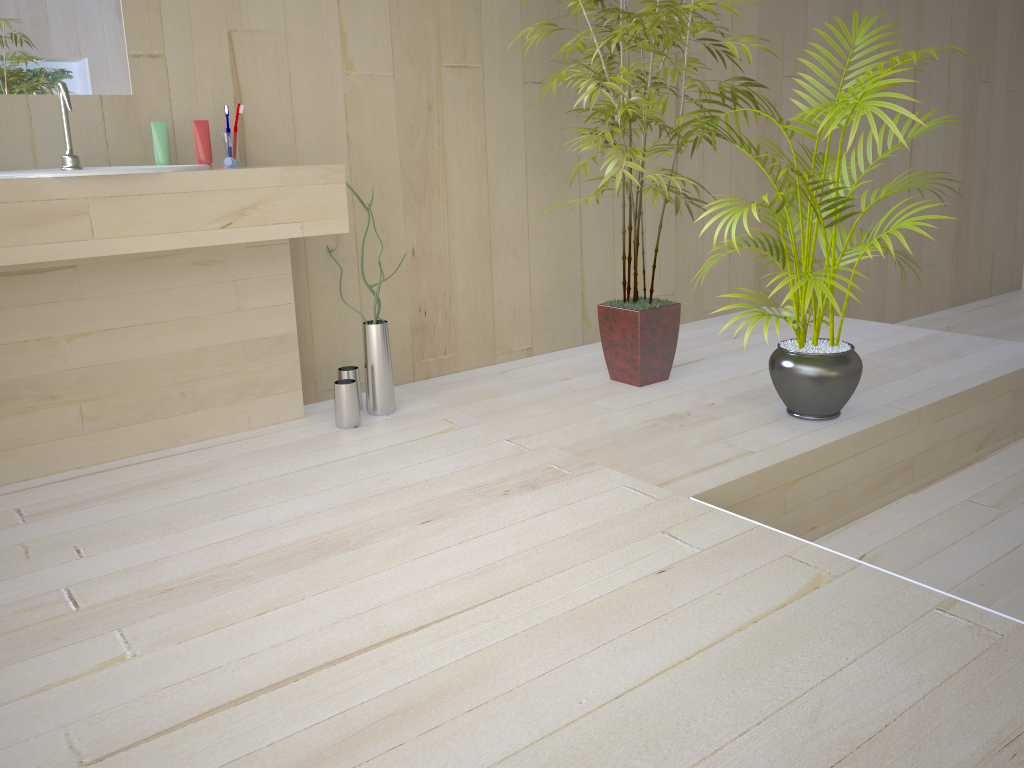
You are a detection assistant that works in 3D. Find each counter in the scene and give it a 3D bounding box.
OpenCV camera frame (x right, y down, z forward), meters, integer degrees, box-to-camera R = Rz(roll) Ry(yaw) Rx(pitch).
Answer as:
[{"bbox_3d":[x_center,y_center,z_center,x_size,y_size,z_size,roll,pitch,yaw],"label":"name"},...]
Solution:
[{"bbox_3d":[-1.064,-0.124,2.229,1.212,0.781,0.554,-13,16,-36],"label":"counter"}]

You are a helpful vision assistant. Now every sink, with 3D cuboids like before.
[{"bbox_3d":[-1.023,-0.522,2.128,0.576,0.414,0.508,-11,16,-32],"label":"sink"}]

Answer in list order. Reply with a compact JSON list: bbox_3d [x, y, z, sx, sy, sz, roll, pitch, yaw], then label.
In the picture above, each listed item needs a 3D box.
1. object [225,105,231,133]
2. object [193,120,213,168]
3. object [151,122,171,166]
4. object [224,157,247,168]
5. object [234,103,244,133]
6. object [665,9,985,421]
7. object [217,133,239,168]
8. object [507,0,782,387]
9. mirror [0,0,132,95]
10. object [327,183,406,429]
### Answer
[{"bbox_3d":[-0.816,-0.713,2.549,0.012,0.173,0.054,-5,12,-11],"label":"object"},{"bbox_3d":[-0.854,-0.661,2.449,0.039,0.133,0.039,-1,12,4],"label":"object"},{"bbox_3d":[-0.968,-0.656,2.446,0.039,0.133,0.039,-1,12,4],"label":"object"},{"bbox_3d":[-0.772,-0.618,2.464,0.032,0.028,0.106,-1,15,3],"label":"object"},{"bbox_3d":[-0.783,-0.711,2.532,0.050,0.176,0.012,-2,12,2],"label":"object"},{"bbox_3d":[0.879,-0.462,2.435,0.751,1.143,0.927,-3,13,-3],"label":"object"},{"bbox_3d":[-0.811,-0.669,2.542,0.059,0.099,0.059,-8,14,-26],"label":"object"},{"bbox_3d":[0.381,-0.871,2.939,0.936,1.735,0.796,-5,13,-12],"label":"object"},{"bbox_3d":[-1.335,-1.158,2.182,0.657,0.858,0.023,-12,15,-36],"label":"mirror"},{"bbox_3d":[-0.547,-0.268,2.757,0.408,0.740,0.276,9,16,40],"label":"object"}]
